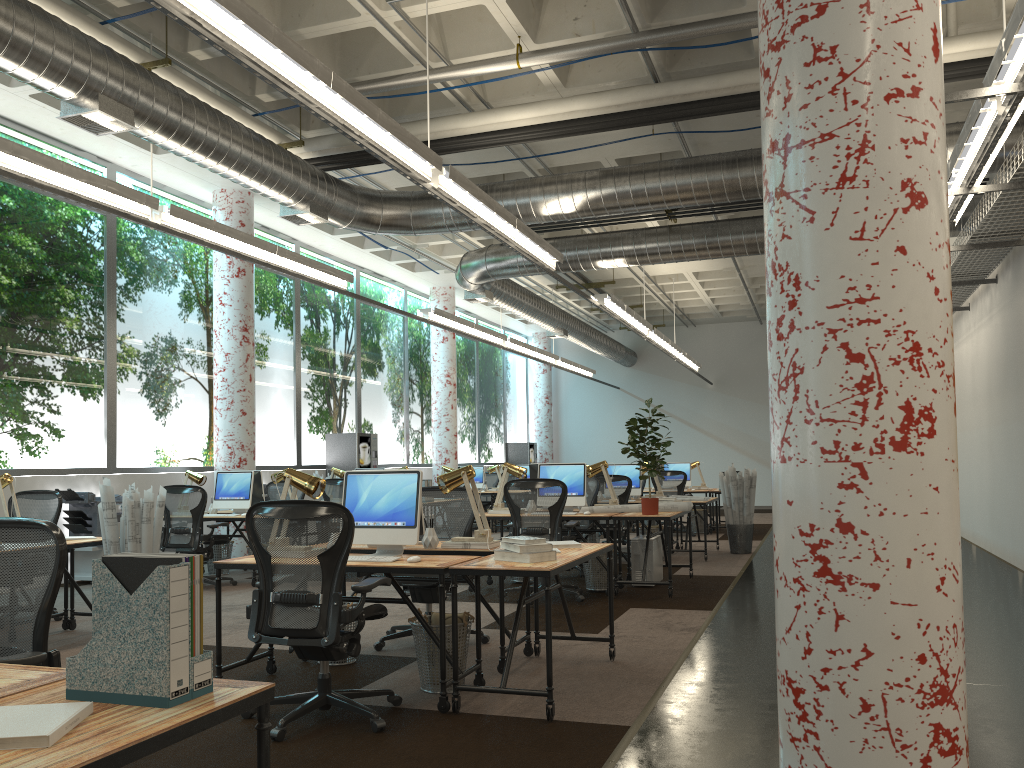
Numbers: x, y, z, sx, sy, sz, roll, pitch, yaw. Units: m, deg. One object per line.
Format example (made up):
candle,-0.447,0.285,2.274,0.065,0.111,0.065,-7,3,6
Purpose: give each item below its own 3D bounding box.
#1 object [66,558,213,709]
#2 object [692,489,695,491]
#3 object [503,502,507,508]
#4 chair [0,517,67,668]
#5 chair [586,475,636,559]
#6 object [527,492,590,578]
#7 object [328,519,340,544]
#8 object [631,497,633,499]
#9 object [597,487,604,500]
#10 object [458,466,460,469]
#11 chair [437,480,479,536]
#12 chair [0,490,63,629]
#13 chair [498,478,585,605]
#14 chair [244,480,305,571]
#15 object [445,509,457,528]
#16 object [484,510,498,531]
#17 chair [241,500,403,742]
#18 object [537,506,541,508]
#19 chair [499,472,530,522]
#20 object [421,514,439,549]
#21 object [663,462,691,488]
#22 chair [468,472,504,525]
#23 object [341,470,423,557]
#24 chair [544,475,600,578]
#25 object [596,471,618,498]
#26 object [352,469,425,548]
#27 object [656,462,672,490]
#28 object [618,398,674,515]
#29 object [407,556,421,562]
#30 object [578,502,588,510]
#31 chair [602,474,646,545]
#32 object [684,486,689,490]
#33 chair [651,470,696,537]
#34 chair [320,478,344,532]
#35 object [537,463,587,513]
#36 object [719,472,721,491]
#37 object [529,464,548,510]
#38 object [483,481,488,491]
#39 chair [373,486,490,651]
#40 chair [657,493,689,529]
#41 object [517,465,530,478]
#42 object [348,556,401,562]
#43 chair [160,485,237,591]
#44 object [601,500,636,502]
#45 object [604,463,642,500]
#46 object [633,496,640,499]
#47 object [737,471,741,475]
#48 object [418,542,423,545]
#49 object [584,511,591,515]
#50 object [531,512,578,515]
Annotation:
object,-0.840,0.551,1.999,0.281,0.301,0.150,-2,-3,19
object,3.068,1.788,14.964,0.059,0.029,0.106,-3,-5,20
object,-0.057,2.846,20.224,0.359,0.434,0.354,-2,-3,15
chair,-1.738,0.968,2.717,0.770,1.083,0.794,-1,-3,3
chair,1.215,1.660,10.951,0.770,1.083,0.794,-1,-3,3
object,0.559,1.514,8.640,0.848,0.931,0.105,-2,-2,14
object,-1.024,0.887,5.155,0.101,0.209,0.102,0,-3,-26
object,1.482,1.586,12.340,0.439,0.017,0.119,-3,-5,19
object,1.158,1.442,11.725,0.101,0.209,0.102,0,-3,-26
object,-0.814,1.828,17.116,0.484,0.484,0.190,-2,-3,19
chair,-0.979,2.150,15.920,0.770,1.083,0.794,-1,-3,3
chair,-4.133,1.437,7.408,0.770,1.083,0.794,-1,-3,3
chair,0.250,1.386,7.972,0.770,1.083,0.794,-1,-3,3
chair,-2.891,1.738,10.981,0.770,1.083,0.794,-1,-3,3
object,-1.123,2.588,17.157,0.359,0.434,0.354,-2,-3,15
object,-1.129,2.402,15.092,0.366,0.436,3.417,-3,-5,28
chair,-0.966,1.105,4.382,0.770,1.083,0.794,-1,-3,3
object,0.662,2.767,19.502,0.359,0.434,0.354,-2,-3,15
chair,0.087,2.408,18.988,0.770,1.083,0.794,-1,-3,3
object,-0.499,0.900,5.405,0.101,0.209,0.102,0,-3,-26
object,2.853,1.595,15.288,0.484,0.484,0.190,-2,-3,19
chair,-0.559,2.303,17.695,0.770,1.083,0.794,-1,-3,3
object,-0.727,0.729,4.993,0.484,0.484,0.190,-2,-3,19
chair,0.671,1.539,9.747,0.770,1.083,0.794,-1,-3,3
object,1.381,1.338,12.147,0.484,0.484,0.190,-2,-3,19
object,-0.801,0.783,5.578,0.484,0.484,0.190,-2,-3,19
object,2.779,1.649,15.873,0.484,0.484,0.190,-2,-3,19
object,1.228,0.657,8.098,0.514,1.075,0.439,-2,-3,10
object,-0.513,0.922,4.669,0.059,0.029,0.106,-3,-5,20
object,0.718,1.181,8.995,0.101,0.209,0.102,0,-3,-26
chair,1.636,1.813,12.726,0.770,1.083,0.794,-1,-3,3
object,3.081,1.766,15.700,0.101,0.209,0.102,0,-3,-26
chair,2.614,1.971,14.677,0.770,1.083,0.794,-1,-3,3
chair,-2.287,1.833,12.157,0.770,1.083,0.794,-1,-3,3
object,0.490,1.010,8.583,0.484,0.484,0.190,-2,-3,19
object,3.601,1.627,14.779,0.281,0.301,0.150,-2,-3,19
object,0.416,1.064,9.167,0.484,0.484,0.190,-2,-3,19
object,-0.512,1.945,16.943,0.101,0.209,0.102,0,-3,-26
chair,-0.546,1.258,6.157,0.770,1.083,0.794,-1,-3,3
chair,3.034,2.124,16.452,0.770,1.083,0.794,-1,-3,3
object,0.326,2.032,19.598,0.484,0.484,0.190,-2,-3,19
object,-0.820,0.944,4.783,0.439,0.017,0.119,-3,-5,19
chair,-3.312,1.585,9.207,0.770,1.083,0.794,-1,-3,3
object,1.361,1.499,11.352,0.439,0.017,0.119,-3,-5,19
object,1.454,1.283,11.562,0.484,0.484,0.190,-2,-3,19
object,1.683,1.455,11.974,0.101,0.209,0.102,0,-3,-26
object,3.932,1.707,15.734,0.281,0.301,0.150,-2,-3,19
object,-0.699,1.032,5.771,0.439,0.017,0.119,-3,-5,19
object,0.704,1.203,8.259,0.059,0.029,0.106,-3,-5,20
object,0.397,1.225,8.373,0.439,0.017,0.119,-3,-5,19
